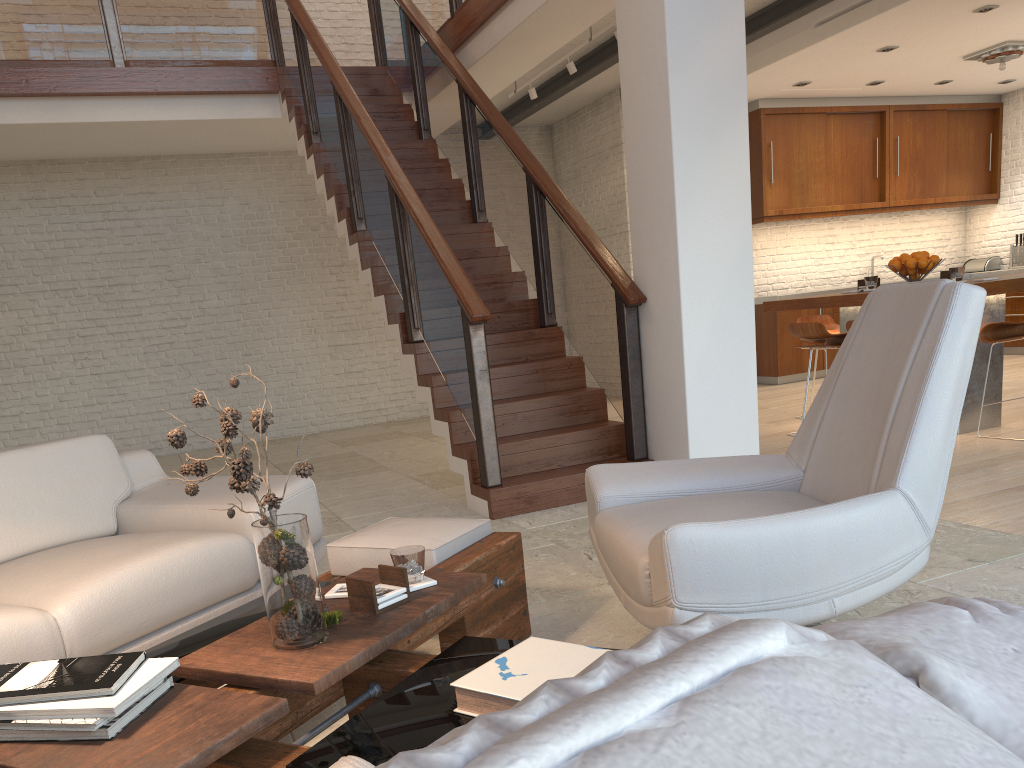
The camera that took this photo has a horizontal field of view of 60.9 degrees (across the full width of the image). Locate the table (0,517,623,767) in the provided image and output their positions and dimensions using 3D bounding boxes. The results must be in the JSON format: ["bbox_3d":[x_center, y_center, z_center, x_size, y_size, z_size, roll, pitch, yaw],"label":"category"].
[{"bbox_3d":[-0.248,0.733,1.776,1.972,0.444,2.136,-3,6,29],"label":"table"}]

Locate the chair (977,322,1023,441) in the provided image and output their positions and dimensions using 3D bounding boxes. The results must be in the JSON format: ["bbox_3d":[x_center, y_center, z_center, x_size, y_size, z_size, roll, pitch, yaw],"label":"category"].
[{"bbox_3d":[3.073,-0.080,5.126,0.400,0.802,0.411,-11,13,-21],"label":"chair"}]

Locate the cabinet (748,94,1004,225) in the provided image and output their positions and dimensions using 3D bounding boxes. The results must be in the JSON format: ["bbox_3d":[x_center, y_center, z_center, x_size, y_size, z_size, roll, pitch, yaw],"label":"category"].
[{"bbox_3d":[3.954,-2.460,9.533,3.306,1.209,0.448,-8,13,-21],"label":"cabinet"}]

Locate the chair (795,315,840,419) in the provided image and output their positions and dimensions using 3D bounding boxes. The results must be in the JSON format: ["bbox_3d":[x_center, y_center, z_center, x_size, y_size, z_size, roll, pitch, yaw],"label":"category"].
[{"bbox_3d":[2.415,-0.132,6.662,0.400,0.802,0.411,-11,13,-21],"label":"chair"}]

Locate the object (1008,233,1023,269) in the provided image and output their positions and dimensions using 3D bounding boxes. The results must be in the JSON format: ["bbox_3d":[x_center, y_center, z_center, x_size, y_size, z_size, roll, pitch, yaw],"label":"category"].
[{"bbox_3d":[5.754,-1.504,9.833,0.066,0.388,0.314,-12,12,-22],"label":"object"}]

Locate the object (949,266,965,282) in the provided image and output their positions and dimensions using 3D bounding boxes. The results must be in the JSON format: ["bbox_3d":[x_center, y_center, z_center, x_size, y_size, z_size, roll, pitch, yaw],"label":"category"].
[{"bbox_3d":[2.736,-0.674,5.362,0.091,0.087,0.088,-7,9,-7],"label":"object"}]

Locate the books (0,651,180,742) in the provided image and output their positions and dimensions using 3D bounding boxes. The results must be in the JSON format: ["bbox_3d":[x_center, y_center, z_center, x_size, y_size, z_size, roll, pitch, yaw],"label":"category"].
[{"bbox_3d":[-0.873,0.595,1.661,0.402,0.077,0.242,-5,6,10],"label":"books"}]

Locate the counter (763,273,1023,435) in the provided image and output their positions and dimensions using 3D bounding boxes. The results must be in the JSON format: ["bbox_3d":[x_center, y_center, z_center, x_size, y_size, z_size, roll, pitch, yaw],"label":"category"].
[{"bbox_3d":[3.336,-0.268,6.120,2.470,0.952,1.651,-9,7,-21],"label":"counter"}]

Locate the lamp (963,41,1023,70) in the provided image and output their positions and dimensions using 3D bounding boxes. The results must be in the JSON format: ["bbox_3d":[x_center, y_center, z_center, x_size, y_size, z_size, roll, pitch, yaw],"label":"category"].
[{"bbox_3d":[4.340,-2.869,7.713,0.445,0.176,0.441,-9,6,-22],"label":"lamp"}]

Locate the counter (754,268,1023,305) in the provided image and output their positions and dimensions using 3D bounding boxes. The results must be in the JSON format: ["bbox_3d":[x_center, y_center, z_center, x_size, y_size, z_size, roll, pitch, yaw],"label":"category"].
[{"bbox_3d":[4.691,-1.050,8.504,3.297,0.072,3.453,-8,5,-22],"label":"counter"}]

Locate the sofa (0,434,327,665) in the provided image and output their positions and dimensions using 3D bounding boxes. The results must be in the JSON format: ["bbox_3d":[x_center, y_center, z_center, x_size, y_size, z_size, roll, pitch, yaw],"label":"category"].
[{"bbox_3d":[-1.743,0.658,2.653,1.145,0.781,2.255,-2,7,28],"label":"sofa"}]

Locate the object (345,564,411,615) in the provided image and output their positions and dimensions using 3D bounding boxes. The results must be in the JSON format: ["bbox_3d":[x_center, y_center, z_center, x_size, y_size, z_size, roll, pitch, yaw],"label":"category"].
[{"bbox_3d":[-0.322,0.494,2.103,0.093,0.085,0.111,1,11,40],"label":"object"}]

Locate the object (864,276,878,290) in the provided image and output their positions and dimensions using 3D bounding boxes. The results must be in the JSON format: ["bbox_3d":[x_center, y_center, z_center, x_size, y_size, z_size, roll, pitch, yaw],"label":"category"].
[{"bbox_3d":[2.461,-0.694,5.974,0.090,0.087,0.089,-10,10,-24],"label":"object"}]

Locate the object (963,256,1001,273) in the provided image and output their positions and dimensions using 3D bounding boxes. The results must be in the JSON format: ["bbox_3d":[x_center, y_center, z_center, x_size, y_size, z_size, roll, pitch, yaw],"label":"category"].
[{"bbox_3d":[5.532,-1.406,10.291,0.247,0.165,0.338,-9,7,-22],"label":"object"}]

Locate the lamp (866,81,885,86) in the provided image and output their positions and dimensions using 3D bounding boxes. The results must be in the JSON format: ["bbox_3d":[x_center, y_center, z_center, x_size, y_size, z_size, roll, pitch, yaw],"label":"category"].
[{"bbox_3d":[3.530,-2.942,8.467,0.122,0.057,0.121,-9,7,-22],"label":"lamp"}]

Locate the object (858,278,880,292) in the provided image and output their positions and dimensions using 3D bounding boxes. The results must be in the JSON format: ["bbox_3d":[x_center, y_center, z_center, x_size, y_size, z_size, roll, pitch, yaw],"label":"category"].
[{"bbox_3d":[2.503,-0.696,6.115,0.093,0.085,0.112,-10,9,-22],"label":"object"}]

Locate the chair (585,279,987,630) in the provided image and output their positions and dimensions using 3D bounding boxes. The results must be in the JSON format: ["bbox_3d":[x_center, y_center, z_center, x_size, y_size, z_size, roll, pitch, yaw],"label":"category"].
[{"bbox_3d":[0.750,0.276,2.453,0.971,1.051,0.994,-7,10,-5],"label":"chair"}]

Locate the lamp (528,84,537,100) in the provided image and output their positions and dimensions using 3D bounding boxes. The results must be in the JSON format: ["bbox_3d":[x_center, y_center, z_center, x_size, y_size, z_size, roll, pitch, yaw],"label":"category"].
[{"bbox_3d":[0.173,-2.445,7.308,0.059,0.133,0.083,4,15,37],"label":"lamp"}]

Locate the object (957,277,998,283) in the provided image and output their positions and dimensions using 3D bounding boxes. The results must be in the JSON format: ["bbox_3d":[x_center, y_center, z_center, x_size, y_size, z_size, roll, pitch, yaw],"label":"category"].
[{"bbox_3d":[2.772,-0.642,5.379,0.196,0.036,0.387,-8,5,-18],"label":"object"}]

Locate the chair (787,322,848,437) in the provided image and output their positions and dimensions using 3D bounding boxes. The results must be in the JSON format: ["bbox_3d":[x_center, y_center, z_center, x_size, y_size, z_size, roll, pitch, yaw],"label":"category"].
[{"bbox_3d":[2.137,-0.046,5.970,0.418,0.802,0.394,-11,13,-21],"label":"chair"}]

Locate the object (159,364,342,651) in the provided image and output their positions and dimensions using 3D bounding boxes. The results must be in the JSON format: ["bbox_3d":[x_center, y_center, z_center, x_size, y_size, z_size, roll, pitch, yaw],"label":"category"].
[{"bbox_3d":[-0.586,0.266,1.942,0.540,0.628,0.307,2,15,38],"label":"object"}]

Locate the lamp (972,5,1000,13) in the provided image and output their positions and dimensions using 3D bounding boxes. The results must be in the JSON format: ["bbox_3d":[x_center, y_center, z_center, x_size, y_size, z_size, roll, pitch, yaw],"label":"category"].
[{"bbox_3d":[3.471,-2.766,6.384,0.122,0.057,0.121,-9,7,-22],"label":"lamp"}]

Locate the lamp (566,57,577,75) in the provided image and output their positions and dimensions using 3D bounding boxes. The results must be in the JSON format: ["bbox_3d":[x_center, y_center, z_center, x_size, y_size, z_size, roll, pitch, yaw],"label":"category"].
[{"bbox_3d":[0.454,-2.423,6.658,0.085,0.133,0.059,-10,13,-19],"label":"lamp"}]

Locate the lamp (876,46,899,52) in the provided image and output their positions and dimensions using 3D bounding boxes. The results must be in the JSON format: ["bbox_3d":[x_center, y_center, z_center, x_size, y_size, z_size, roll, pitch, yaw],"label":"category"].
[{"bbox_3d":[3.113,-2.795,7.221,0.122,0.057,0.121,-9,7,-22],"label":"lamp"}]

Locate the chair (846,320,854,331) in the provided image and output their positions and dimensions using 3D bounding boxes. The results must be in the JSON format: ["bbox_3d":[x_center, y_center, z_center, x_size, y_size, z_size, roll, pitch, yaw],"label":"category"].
[{"bbox_3d":[2.345,-0.029,5.485,0.418,0.802,0.394,-11,13,-21],"label":"chair"}]

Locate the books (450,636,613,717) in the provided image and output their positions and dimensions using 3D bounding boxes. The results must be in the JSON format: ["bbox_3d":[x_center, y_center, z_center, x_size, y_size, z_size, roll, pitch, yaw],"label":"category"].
[{"bbox_3d":[0.096,0.548,1.579,0.326,0.058,0.247,-2,6,38],"label":"books"}]

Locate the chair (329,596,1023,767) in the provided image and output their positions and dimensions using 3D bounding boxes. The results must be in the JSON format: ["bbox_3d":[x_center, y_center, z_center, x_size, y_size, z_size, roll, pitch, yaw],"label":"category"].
[{"bbox_3d":[-0.282,0.552,0.459,1.005,1.033,0.971,-13,12,-37],"label":"chair"}]

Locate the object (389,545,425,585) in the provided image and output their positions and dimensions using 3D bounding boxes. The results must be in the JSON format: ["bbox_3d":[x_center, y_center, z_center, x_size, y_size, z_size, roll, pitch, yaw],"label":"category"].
[{"bbox_3d":[-0.262,0.464,2.225,0.091,0.087,0.088,-1,11,27],"label":"object"}]

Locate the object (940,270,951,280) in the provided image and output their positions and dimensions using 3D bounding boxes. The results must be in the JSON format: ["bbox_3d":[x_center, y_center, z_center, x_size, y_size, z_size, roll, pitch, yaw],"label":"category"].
[{"bbox_3d":[2.758,-0.675,5.504,0.094,0.085,0.110,-2,9,23],"label":"object"}]

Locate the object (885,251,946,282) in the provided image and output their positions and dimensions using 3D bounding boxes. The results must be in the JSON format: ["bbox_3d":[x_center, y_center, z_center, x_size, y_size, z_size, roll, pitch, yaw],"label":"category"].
[{"bbox_3d":[2.650,-0.754,5.736,0.365,0.229,0.352,-1,9,33],"label":"object"}]

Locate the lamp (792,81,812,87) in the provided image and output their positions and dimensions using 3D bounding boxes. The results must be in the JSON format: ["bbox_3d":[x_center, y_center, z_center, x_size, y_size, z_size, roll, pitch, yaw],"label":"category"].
[{"bbox_3d":[2.712,-2.826,8.155,0.122,0.057,0.121,-9,7,-22],"label":"lamp"}]

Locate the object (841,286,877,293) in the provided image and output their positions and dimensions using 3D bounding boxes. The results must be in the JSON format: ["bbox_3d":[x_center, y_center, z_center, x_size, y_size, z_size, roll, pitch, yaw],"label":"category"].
[{"bbox_3d":[2.469,-0.664,6.065,0.203,0.036,0.281,-8,5,-22],"label":"object"}]

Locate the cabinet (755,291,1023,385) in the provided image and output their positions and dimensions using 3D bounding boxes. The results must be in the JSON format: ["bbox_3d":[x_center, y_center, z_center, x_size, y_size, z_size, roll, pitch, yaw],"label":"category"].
[{"bbox_3d":[4.864,-1.635,8.745,4.780,2.929,2.192,-2,11,32],"label":"cabinet"}]

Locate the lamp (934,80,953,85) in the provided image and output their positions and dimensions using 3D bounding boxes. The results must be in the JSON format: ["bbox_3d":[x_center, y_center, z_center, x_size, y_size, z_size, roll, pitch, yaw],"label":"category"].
[{"bbox_3d":[4.347,-3.057,8.779,0.122,0.057,0.121,-9,7,-22],"label":"lamp"}]

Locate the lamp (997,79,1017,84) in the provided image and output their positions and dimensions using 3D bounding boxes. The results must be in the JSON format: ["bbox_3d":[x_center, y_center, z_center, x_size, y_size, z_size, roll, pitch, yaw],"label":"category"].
[{"bbox_3d":[5.162,-3.172,9.091,0.122,0.057,0.121,-9,7,-22],"label":"lamp"}]

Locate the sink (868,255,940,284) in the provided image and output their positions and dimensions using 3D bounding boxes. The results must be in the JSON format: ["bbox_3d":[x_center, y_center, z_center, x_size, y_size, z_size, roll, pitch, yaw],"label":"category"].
[{"bbox_3d":[4.462,-1.269,9.902,0.849,0.444,0.505,-9,9,-21],"label":"sink"}]

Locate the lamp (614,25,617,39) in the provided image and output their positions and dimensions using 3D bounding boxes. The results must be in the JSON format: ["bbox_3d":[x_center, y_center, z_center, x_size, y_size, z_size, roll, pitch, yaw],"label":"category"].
[{"bbox_3d":[0.742,-2.400,5.988,0.085,0.133,0.059,-10,13,-19],"label":"lamp"}]

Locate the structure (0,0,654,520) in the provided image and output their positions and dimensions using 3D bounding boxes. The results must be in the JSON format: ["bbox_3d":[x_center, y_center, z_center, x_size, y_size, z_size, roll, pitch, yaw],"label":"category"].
[{"bbox_3d":[0.984,-1.593,4.994,13.706,4.285,9.950,-8,7,-21],"label":"structure"}]

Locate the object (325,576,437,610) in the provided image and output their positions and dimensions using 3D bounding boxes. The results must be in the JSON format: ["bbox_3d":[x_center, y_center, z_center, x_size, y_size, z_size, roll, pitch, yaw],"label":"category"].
[{"bbox_3d":[-0.340,0.511,2.221,0.270,0.036,0.242,-2,6,40],"label":"object"}]
